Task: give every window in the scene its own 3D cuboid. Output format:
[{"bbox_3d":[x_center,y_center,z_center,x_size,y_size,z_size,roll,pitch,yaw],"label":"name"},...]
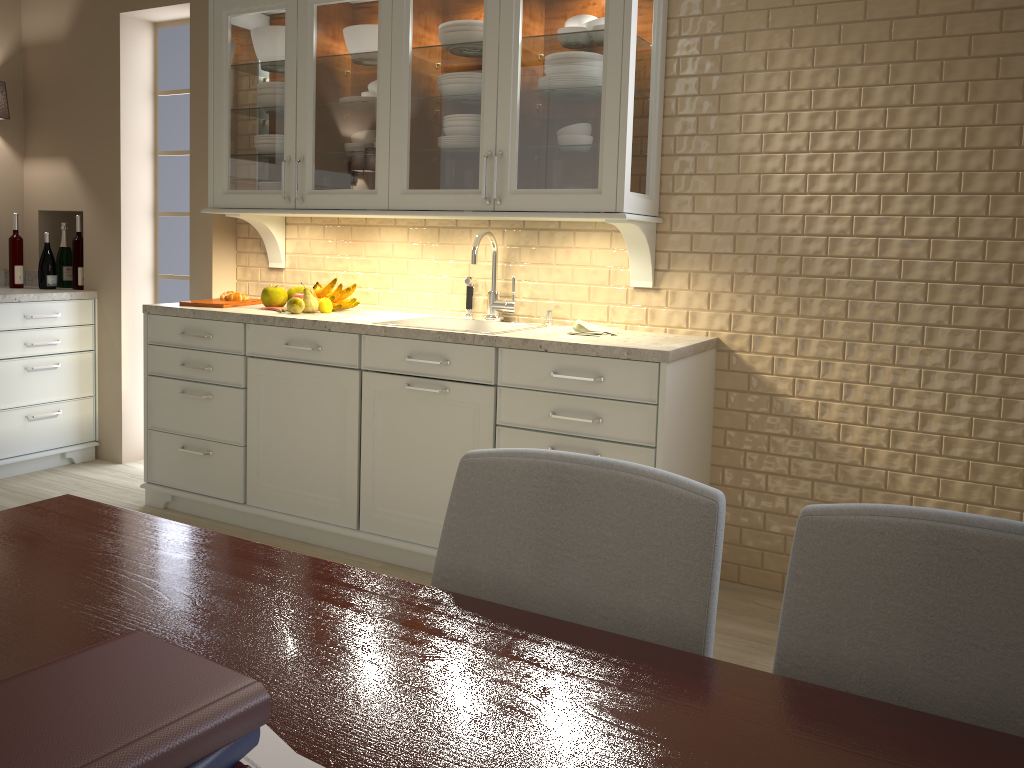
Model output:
[{"bbox_3d":[-1.532,-0.786,4.182,0.410,1.191,0.010,5,6,29],"label":"window"}]

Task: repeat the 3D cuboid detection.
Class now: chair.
[{"bbox_3d":[0.372,0.580,0.767,0.400,0.822,0.508,5,7,28],"label":"chair"},{"bbox_3d":[-0.028,0.533,0.985,0.400,0.822,0.508,5,7,28],"label":"chair"}]

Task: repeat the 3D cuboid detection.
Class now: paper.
[{"bbox_3d":[-0.274,0.315,0.614,0.211,0.001,0.291,10,12,43],"label":"paper"},{"bbox_3d":[-0.274,0.316,0.614,0.211,0.001,0.291,8,11,33],"label":"paper"},{"bbox_3d":[-0.274,0.316,0.614,0.291,0.001,0.211,-6,12,-41],"label":"paper"}]

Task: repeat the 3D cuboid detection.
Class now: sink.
[{"bbox_3d":[-0.183,-0.004,3.098,0.486,0.412,0.382,6,8,28],"label":"sink"}]

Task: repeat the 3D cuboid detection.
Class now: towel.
[{"bbox_3d":[0.274,-0.183,2.918,0.164,0.050,0.172,4,9,14],"label":"towel"}]

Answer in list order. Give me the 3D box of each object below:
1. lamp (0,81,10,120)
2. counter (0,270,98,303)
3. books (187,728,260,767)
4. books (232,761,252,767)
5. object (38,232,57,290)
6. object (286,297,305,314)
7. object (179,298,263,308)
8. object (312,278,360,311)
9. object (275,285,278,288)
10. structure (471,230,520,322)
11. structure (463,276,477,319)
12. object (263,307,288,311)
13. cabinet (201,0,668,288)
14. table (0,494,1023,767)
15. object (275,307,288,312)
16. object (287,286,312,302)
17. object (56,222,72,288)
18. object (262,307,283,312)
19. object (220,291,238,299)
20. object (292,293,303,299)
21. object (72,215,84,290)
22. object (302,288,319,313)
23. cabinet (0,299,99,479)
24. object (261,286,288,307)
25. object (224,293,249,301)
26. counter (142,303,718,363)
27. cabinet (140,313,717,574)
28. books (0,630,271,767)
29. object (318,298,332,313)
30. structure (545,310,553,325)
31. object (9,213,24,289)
[{"bbox_3d":[-2.495,-1.294,4.150,0.192,0.257,0.170,5,7,29],"label":"lamp"},{"bbox_3d":[-3.000,-0.300,2.985,0.580,0.113,3.867,7,10,28],"label":"counter"},{"bbox_3d":[-0.296,0.267,0.606,0.165,0.032,0.184,5,9,18],"label":"books"},{"bbox_3d":[-0.298,0.300,0.604,0.165,0.032,0.184,7,10,28],"label":"books"},{"bbox_3d":[-2.246,-0.596,4.275,0.084,0.275,0.084,-3,7,-40],"label":"object"},{"bbox_3d":[-0.824,-0.297,3.341,0.066,0.063,0.095,-5,10,-42],"label":"object"},{"bbox_3d":[-1.190,-0.337,3.673,0.200,0.020,0.353,4,9,13],"label":"object"},{"bbox_3d":[-0.719,-0.359,3.517,0.196,0.135,0.182,3,8,10],"label":"object"},{"bbox_3d":[-0.938,-0.383,3.516,0.018,0.021,0.003,4,5,15],"label":"object"},{"bbox_3d":[-0.081,-0.389,3.206,0.142,0.334,0.211,6,7,38],"label":"structure"},{"bbox_3d":[-0.157,-0.325,3.340,0.043,0.161,0.057,5,6,29],"label":"structure"},{"bbox_3d":[-0.916,-0.293,3.455,0.130,0.012,0.042,7,10,29],"label":"object"},{"bbox_3d":[-0.364,-0.948,3.239,1.933,1.106,0.413,6,7,28],"label":"cabinet"},{"bbox_3d":[-0.139,0.650,0.710,1.763,0.676,0.755,6,8,28],"label":"table"},{"bbox_3d":[-0.890,-0.287,3.420,0.030,0.012,0.149,-6,12,-41],"label":"object"},{"bbox_3d":[-0.862,-0.350,3.585,0.106,0.089,0.105,1,7,-7],"label":"object"},{"bbox_3d":[-2.240,-0.648,4.432,0.083,0.329,0.084,-1,6,-33],"label":"object"},{"bbox_3d":[-0.908,-0.286,3.412,0.156,0.013,0.040,10,12,44],"label":"object"},{"bbox_3d":[-1.201,-0.379,3.780,0.044,0.036,0.099,8,10,38],"label":"object"},{"bbox_3d":[-0.828,-0.326,3.497,0.085,0.070,0.082,2,7,-2],"label":"object"},{"bbox_3d":[-2.108,-0.641,4.306,0.062,0.363,0.062,-1,6,-28],"label":"object"},{"bbox_3d":[-0.772,-0.319,3.382,0.064,0.097,0.065,5,7,24],"label":"object"},{"bbox_3d":[-3.027,0.138,3.020,0.644,0.788,3.224,5,9,28],"label":"cabinet"},{"bbox_3d":[-0.946,-0.343,3.521,0.106,0.090,0.104,7,9,34],"label":"object"},{"bbox_3d":[-1.144,-0.361,3.679,0.099,0.036,0.045,-3,9,-31],"label":"object"},{"bbox_3d":[-0.395,-0.221,3.248,2.204,0.035,0.525,7,10,28],"label":"counter"},{"bbox_3d":[-0.378,0.174,3.313,2.225,0.788,0.641,6,8,28],"label":"cabinet"},{"bbox_3d":[-0.292,0.235,0.609,0.165,0.032,0.183,8,11,33],"label":"books"},{"bbox_3d":[-0.721,-0.301,3.414,0.053,0.066,0.057,6,8,35],"label":"object"},{"bbox_3d":[0.135,-0.239,3.194,0.029,0.056,0.029,1,6,-6],"label":"structure"},{"bbox_3d":[-2.393,-0.643,4.266,0.062,0.363,0.062,-1,6,-28],"label":"object"}]
